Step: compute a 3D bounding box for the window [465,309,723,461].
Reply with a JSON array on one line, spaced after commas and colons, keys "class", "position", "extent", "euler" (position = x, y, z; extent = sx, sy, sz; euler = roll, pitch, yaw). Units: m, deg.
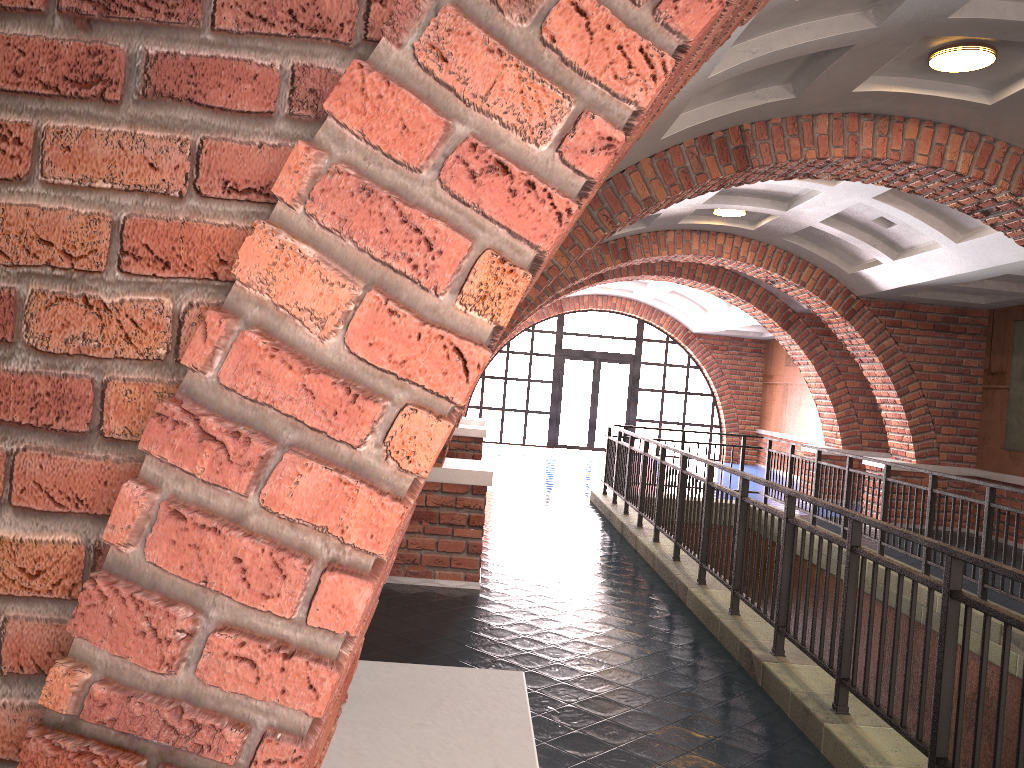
[{"class": "window", "position": [2.073, -0.069, 21.333], "extent": [6.353, 3.471, 0.100], "euler": [5, 0, -2]}]

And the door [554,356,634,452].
[{"class": "door", "position": [1.974, 0.493, 21.338], "extent": [1.754, 2.236, 0.040], "euler": [5, 0, -2]}]

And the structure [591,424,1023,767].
[{"class": "structure", "position": [2.348, 3.490, 6.818], "extent": [2.464, 5.665, 11.177], "euler": [5, 0, -2]}]
